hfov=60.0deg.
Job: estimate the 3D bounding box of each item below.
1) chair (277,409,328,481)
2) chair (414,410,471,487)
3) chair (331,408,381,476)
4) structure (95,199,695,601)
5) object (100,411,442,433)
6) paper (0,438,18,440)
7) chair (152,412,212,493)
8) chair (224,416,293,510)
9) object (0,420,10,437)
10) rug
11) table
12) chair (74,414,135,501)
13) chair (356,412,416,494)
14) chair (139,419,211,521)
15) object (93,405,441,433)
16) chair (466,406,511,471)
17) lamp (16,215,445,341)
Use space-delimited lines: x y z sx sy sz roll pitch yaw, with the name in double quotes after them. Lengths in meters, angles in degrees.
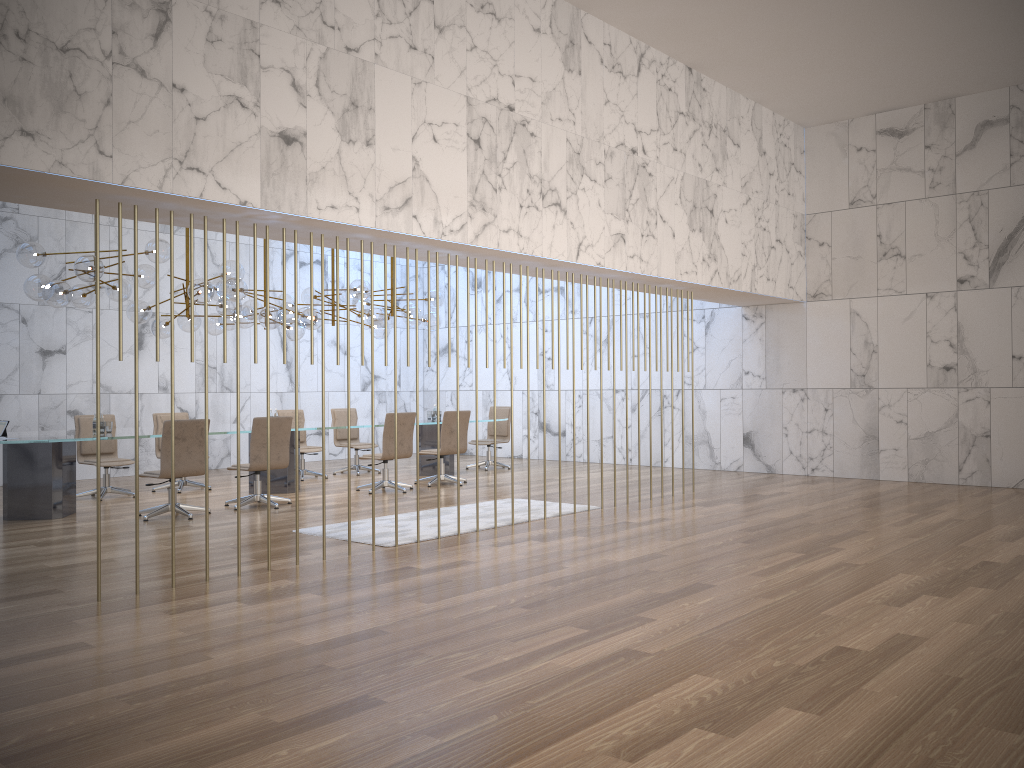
-3.072 0.877 12.890 0.697 1.000 0.726 -1 0 41 "chair"
-0.923 0.856 11.950 0.697 1.000 0.726 -1 0 41 "chair"
-2.415 0.877 13.643 0.697 1.000 0.726 -1 0 41 "chair"
-0.158 0.098 8.124 0.023 2.456 7.223 -1 0 41 "structure"
-2.792 0.467 11.469 0.183 0.117 5.112 -1 0 41 "object"
-4.850 0.521 8.379 0.210 0.001 0.290 -1 0 34 "paper"
-4.286 0.877 11.499 0.697 1.000 0.726 -1 0 41 "chair"
-2.793 0.857 9.808 0.697 1.000 0.726 -1 0 41 "chair"
-5.176 0.448 8.861 0.255 0.159 0.205 -1 0 41 "object"
-0.516 1.319 8.746 1.320 0.034 3.025 -1 0 41 "rug"
-3.018 0.944 11.256 2.092 0.835 7.924 -1 0 41 "table"
-4.936 0.877 10.754 0.697 1.000 0.726 -1 0 41 "chair"
-1.576 0.856 11.202 0.697 1.000 0.726 -1 0 41 "chair"
-3.450 0.857 9.055 0.697 1.000 0.726 -1 0 41 "chair"
-2.821 0.419 11.512 0.124 0.213 5.189 -1 0 41 "object"
-0.352 0.866 14.313 0.726 1.000 0.697 -1 0 42 "chair"
-3.117 -1.869 11.185 1.557 2.716 5.672 -1 0 41 "lamp"
